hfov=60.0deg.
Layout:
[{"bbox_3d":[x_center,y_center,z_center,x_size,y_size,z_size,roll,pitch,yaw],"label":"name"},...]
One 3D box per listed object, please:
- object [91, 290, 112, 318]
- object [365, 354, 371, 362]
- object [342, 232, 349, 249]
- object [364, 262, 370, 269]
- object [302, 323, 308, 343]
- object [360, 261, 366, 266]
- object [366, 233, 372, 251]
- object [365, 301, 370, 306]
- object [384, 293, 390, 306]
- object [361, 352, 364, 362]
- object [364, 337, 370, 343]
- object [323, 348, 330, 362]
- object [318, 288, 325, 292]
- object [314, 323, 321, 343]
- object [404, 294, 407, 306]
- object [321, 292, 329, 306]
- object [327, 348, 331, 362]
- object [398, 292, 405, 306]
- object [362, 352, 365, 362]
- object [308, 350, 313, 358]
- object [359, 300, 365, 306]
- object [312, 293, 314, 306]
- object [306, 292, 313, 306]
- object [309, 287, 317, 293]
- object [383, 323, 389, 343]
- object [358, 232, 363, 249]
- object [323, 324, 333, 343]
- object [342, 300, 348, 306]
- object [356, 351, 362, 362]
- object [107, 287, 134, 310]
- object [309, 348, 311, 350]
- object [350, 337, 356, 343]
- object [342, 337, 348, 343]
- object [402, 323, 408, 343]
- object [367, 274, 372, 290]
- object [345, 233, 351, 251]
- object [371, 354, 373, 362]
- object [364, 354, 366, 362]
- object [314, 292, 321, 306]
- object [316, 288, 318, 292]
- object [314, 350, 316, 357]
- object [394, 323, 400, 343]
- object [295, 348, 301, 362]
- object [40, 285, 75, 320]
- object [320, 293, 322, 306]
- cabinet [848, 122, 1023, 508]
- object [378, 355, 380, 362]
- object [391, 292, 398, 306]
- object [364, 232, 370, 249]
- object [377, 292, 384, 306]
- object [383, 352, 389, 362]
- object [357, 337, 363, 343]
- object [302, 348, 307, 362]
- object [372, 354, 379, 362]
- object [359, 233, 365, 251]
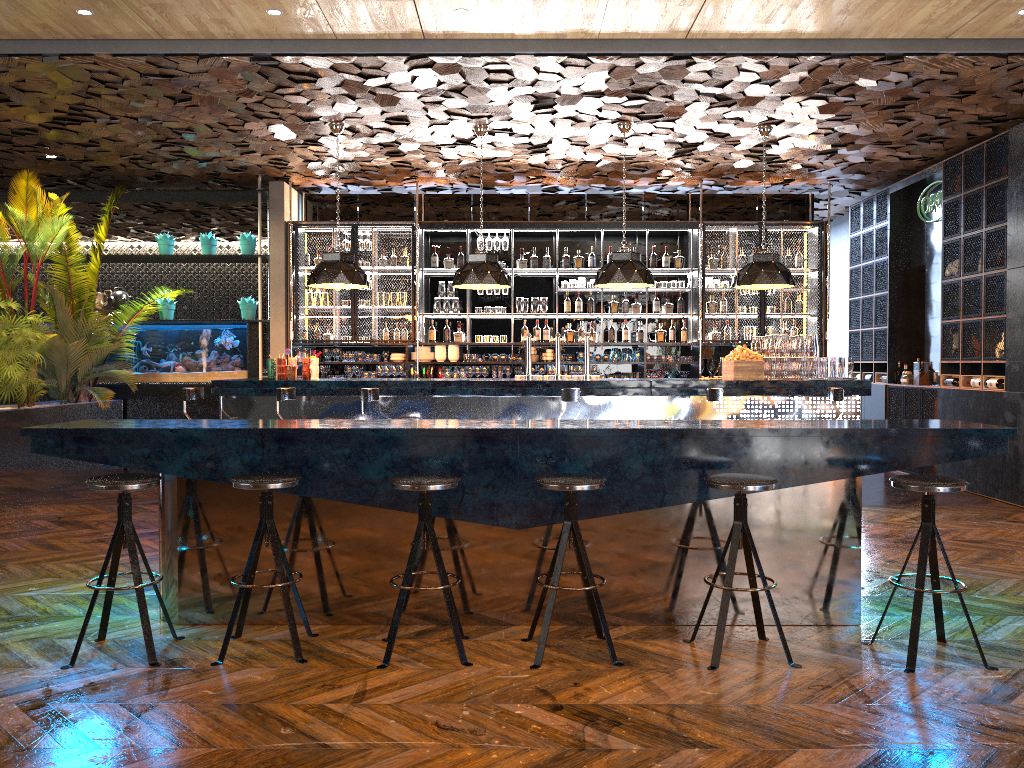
[{"bbox_3d":[-5.352,-1.007,11.395,0.378,0.398,0.232,1,2,30],"label":"object"},{"bbox_3d":[-1.805,-0.327,11.098,0.078,0.103,0.078,1,2,43],"label":"object"},{"bbox_3d":[-2.103,-1.815,11.208,0.081,0.213,0.081,0,1,6],"label":"object"},{"bbox_3d":[-1.862,-1.523,11.390,0.077,0.080,0.077,1,2,36],"label":"object"},{"bbox_3d":[-2.644,-0.650,11.322,0.075,0.261,0.075,-1,2,-41],"label":"object"},{"bbox_3d":[-1.889,-1.519,11.230,0.077,0.080,0.077,1,2,36],"label":"object"},{"bbox_3d":[-1.829,-1.819,11.352,0.081,0.213,0.081,0,1,6],"label":"object"},{"bbox_3d":[-1.858,-1.026,11.376,0.077,0.080,0.077,0,1,-4],"label":"object"},{"bbox_3d":[-1.609,-1.076,11.351,0.092,0.182,0.092,0,1,-5],"label":"object"},{"bbox_3d":[-1.910,-0.344,11.184,0.074,0.131,0.074,0,1,13],"label":"object"},{"bbox_3d":[-1.848,-0.559,11.282,0.077,0.080,0.077,0,1,-12],"label":"object"},{"bbox_3d":[-2.325,-0.361,11.091,0.087,0.170,0.087,-1,2,-39],"label":"object"},{"bbox_3d":[-2.431,-1.257,11.301,0.092,0.182,0.092,0,1,-5],"label":"object"},{"bbox_3d":[-2.477,-0.650,11.295,0.075,0.260,0.075,1,2,34],"label":"object"},{"bbox_3d":[-1.393,-1.076,11.347,0.092,0.182,0.092,0,1,-5],"label":"object"},{"bbox_3d":[-2.379,-1.074,11.288,0.092,0.182,0.092,0,1,-5],"label":"object"},{"bbox_3d":[-2.325,-0.364,11.210,0.087,0.170,0.087,-1,2,-39],"label":"object"},{"bbox_3d":[-1.403,-1.074,11.253,0.092,0.182,0.092,0,1,-5],"label":"object"},{"bbox_3d":[-1.910,-0.346,11.270,0.074,0.131,0.074,0,1,13],"label":"object"},{"bbox_3d":[-2.520,-0.354,11.105,0.051,0.152,0.058,0,1,5],"label":"object"},{"bbox_3d":[-1.899,-1.022,11.218,0.077,0.080,0.077,0,1,-4],"label":"object"},{"bbox_3d":[-2.593,-1.077,11.401,0.092,0.182,0.092,0,1,-5],"label":"object"},{"bbox_3d":[-2.583,-1.075,11.298,0.092,0.182,0.092,0,1,-5],"label":"object"},{"bbox_3d":[-2.533,-1.257,11.293,0.092,0.182,0.092,0,1,-5],"label":"object"},{"bbox_3d":[-1.609,-0.650,11.320,0.075,0.261,0.075,-1,2,-41],"label":"object"},{"bbox_3d":[-1.920,-1.815,11.208,0.081,0.213,0.081,0,1,6],"label":"object"},{"bbox_3d":[-2.340,-0.641,11.304,0.108,0.244,0.108,0,1,14],"label":"object"},{"bbox_3d":[-2.124,-1.024,11.310,0.077,0.080,0.077,0,1,12],"label":"object"},{"bbox_3d":[-1.913,-0.342,11.097,0.074,0.131,0.074,0,1,13],"label":"object"},{"bbox_3d":[-4.996,-1.084,11.300,0.278,0.292,0.290,1,2,37],"label":"object"},{"bbox_3d":[-2.612,-0.372,11.377,0.067,0.174,0.067,1,2,40],"label":"object"},{"bbox_3d":[-2.018,-0.558,11.252,0.077,0.080,0.077,0,1,-14],"label":"object"},{"bbox_3d":[-2.122,-0.558,11.264,0.077,0.080,0.077,1,2,39],"label":"object"},{"bbox_3d":[-1.368,-0.650,11.321,0.075,0.260,0.075,-1,2,-41],"label":"object"},{"bbox_3d":[-1.829,-1.319,11.363,0.081,0.213,0.081,0,1,6],"label":"object"},{"bbox_3d":[-2.102,-1.819,11.352,0.081,0.213,0.081,0,1,6],"label":"object"},{"bbox_3d":[-1.738,-0.327,11.181,0.078,0.099,0.078,-1,2,-33],"label":"object"},{"bbox_3d":[-1.828,-0.329,11.182,0.078,0.103,0.078,1,2,43],"label":"object"},{"bbox_3d":[-2.480,-1.075,11.299,0.092,0.182,0.092,0,1,-5],"label":"object"},{"bbox_3d":[-2.538,-1.259,11.391,0.092,0.182,0.092,0,1,-5],"label":"object"},{"bbox_3d":[-2.511,-0.357,11.225,0.058,0.152,0.051,-1,2,-38],"label":"object"},{"bbox_3d":[-1.471,-0.651,11.342,0.075,0.260,0.075,-1,2,-41],"label":"object"},{"bbox_3d":[-2.682,-0.365,11.112,0.067,0.174,0.067,0,1,8],"label":"object"},{"bbox_3d":[-5.832,-1.041,11.393,0.458,0.472,0.250,1,2,27],"label":"object"},{"bbox_3d":[-2.486,-1.077,11.394,0.092,0.182,0.092,0,1,-5],"label":"object"},{"bbox_3d":[4.931,-0.675,10.105,0.691,3.514,4.416,0,1,0],"label":"cabinet"},{"bbox_3d":[-1.733,-0.331,11.358,0.078,0.099,0.078,-1,2,-33],"label":"object"},{"bbox_3d":[-1.498,-1.074,11.274,0.092,0.182,0.092,0,1,-5],"label":"object"},{"bbox_3d":[-1.830,-1.815,11.208,0.081,0.213,0.081,0,1,6],"label":"object"},{"bbox_3d":[-1.665,-1.074,11.250,0.092,0.182,0.092,0,1,-5],"label":"object"},{"bbox_3d":[-1.591,-0.344,11.183,0.074,0.131,0.074,0,1,13],"label":"object"},{"bbox_3d":[-1.941,-0.560,11.338,0.077,0.080,0.077,-1,2,-34],"label":"object"},{"bbox_3d":[-2.602,-0.366,11.123,0.067,0.174,0.067,1,2,39],"label":"object"},{"bbox_3d":[-1.706,-0.325,11.091,0.078,0.099,0.078,-1,2,-33],"label":"object"},{"bbox_3d":[-1.920,-1.819,11.352,0.081,0.213,0.081,0,1,6],"label":"object"}]
